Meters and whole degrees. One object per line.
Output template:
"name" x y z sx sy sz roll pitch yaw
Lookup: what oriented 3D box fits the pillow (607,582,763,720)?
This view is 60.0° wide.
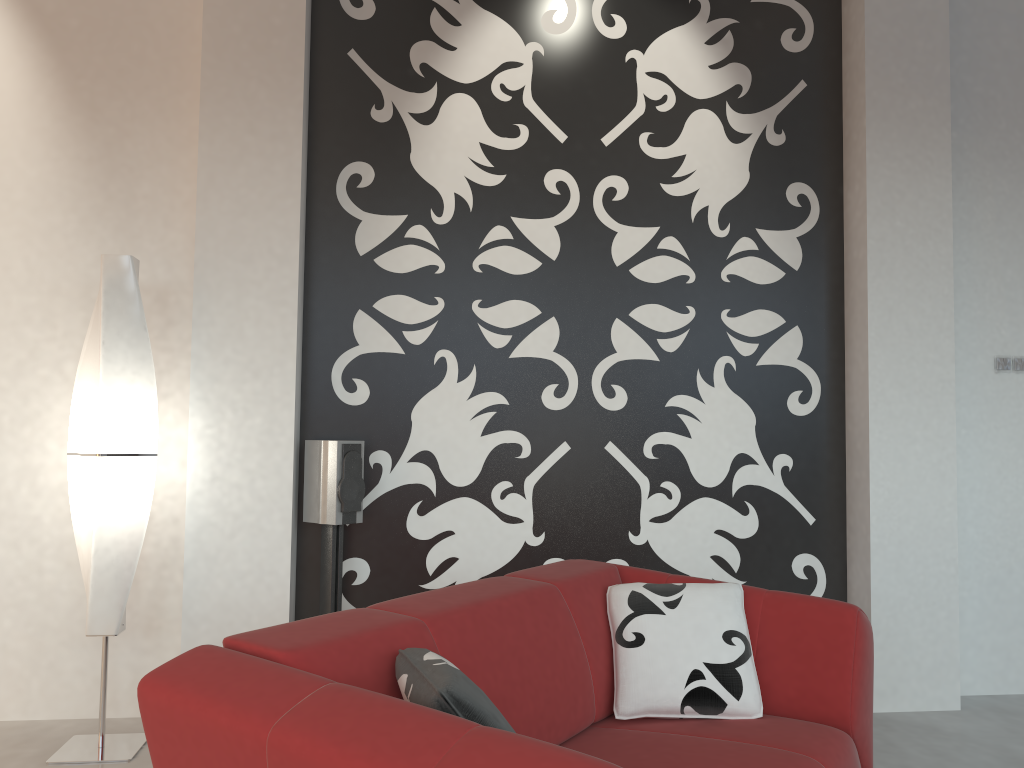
"pillow" 0.478 0.746 2.508 0.402 0.343 0.288 1 -3 0

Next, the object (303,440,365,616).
"object" -0.715 0.780 3.506 0.229 1.112 0.214 -2 -4 38

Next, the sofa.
"sofa" 0.198 0.894 2.064 0.951 0.738 1.929 -1 -4 33

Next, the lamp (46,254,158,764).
"lamp" -1.461 0.420 3.232 0.313 1.779 0.313 1 -3 1

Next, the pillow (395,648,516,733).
"pillow" -0.065 0.690 1.672 0.288 0.343 0.402 2 -4 -15

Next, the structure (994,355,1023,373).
"structure" 2.313 -0.091 4.101 0.170 0.080 0.016 1 -3 -7
